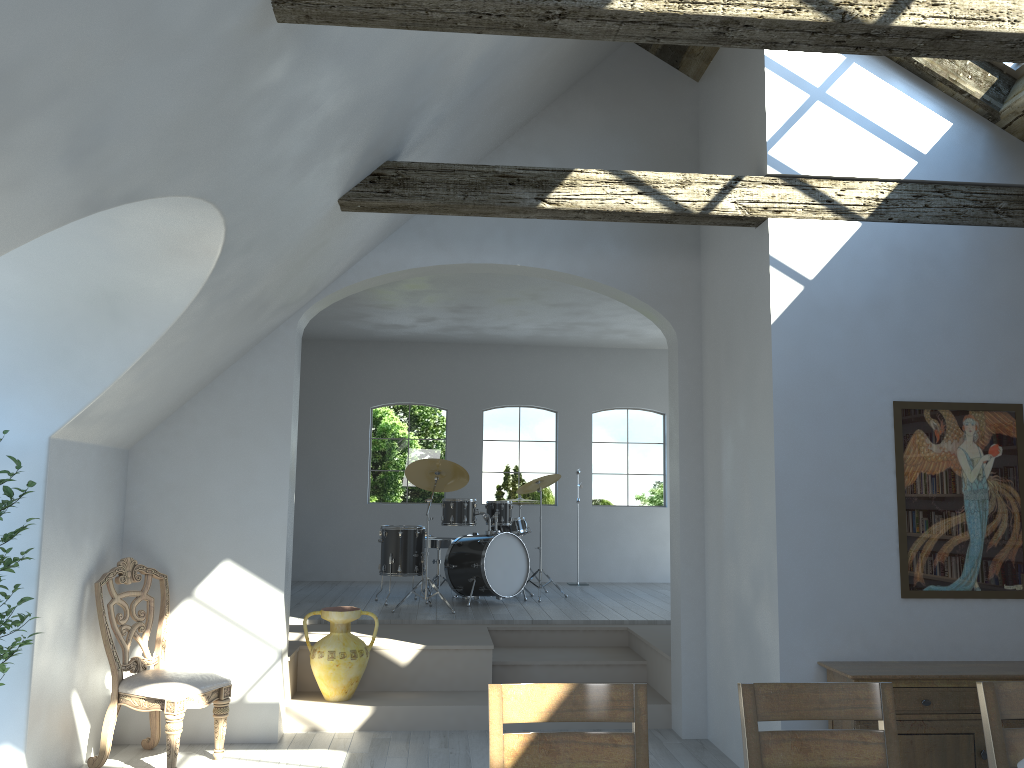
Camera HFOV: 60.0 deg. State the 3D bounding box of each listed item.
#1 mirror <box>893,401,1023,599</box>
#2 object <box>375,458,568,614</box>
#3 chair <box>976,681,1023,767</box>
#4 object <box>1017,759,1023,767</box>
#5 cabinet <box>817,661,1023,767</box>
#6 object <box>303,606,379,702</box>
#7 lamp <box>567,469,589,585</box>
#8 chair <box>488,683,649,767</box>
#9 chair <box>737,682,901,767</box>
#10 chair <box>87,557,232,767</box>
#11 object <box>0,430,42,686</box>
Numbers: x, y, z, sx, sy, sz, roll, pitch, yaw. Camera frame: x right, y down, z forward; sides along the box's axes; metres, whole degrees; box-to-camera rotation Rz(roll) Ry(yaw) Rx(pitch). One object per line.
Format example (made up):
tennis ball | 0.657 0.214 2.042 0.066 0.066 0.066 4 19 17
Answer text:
mirror | 2.430 0.621 4.776 0.736 1.047 0.009 1 -7 -5
object | -0.528 1.492 9.042 1.465 1.383 2.354 -5 -9 39
chair | 1.662 1.373 2.392 0.514 1.006 0.605 1 -7 -5
object | 1.060 0.838 1.595 0.251 0.362 0.251 -2 -8 18
cabinet | 2.331 1.790 4.447 1.481 0.714 0.383 1 -7 -5
object | -1.184 1.853 6.092 0.396 0.605 0.402 -6 -10 42
lamp | 0.799 1.719 10.730 0.232 1.383 0.238 1 -7 -5
chair | 0.177 1.339 2.272 0.514 1.006 0.605 1 -7 -5
chair | 0.919 1.356 2.332 0.514 1.006 0.605 1 -7 -5
chair | -2.036 1.608 5.164 0.655 1.159 0.552 -2 -8 20
object | -2.427 1.035 3.770 0.718 1.920 0.737 -1 -7 14
